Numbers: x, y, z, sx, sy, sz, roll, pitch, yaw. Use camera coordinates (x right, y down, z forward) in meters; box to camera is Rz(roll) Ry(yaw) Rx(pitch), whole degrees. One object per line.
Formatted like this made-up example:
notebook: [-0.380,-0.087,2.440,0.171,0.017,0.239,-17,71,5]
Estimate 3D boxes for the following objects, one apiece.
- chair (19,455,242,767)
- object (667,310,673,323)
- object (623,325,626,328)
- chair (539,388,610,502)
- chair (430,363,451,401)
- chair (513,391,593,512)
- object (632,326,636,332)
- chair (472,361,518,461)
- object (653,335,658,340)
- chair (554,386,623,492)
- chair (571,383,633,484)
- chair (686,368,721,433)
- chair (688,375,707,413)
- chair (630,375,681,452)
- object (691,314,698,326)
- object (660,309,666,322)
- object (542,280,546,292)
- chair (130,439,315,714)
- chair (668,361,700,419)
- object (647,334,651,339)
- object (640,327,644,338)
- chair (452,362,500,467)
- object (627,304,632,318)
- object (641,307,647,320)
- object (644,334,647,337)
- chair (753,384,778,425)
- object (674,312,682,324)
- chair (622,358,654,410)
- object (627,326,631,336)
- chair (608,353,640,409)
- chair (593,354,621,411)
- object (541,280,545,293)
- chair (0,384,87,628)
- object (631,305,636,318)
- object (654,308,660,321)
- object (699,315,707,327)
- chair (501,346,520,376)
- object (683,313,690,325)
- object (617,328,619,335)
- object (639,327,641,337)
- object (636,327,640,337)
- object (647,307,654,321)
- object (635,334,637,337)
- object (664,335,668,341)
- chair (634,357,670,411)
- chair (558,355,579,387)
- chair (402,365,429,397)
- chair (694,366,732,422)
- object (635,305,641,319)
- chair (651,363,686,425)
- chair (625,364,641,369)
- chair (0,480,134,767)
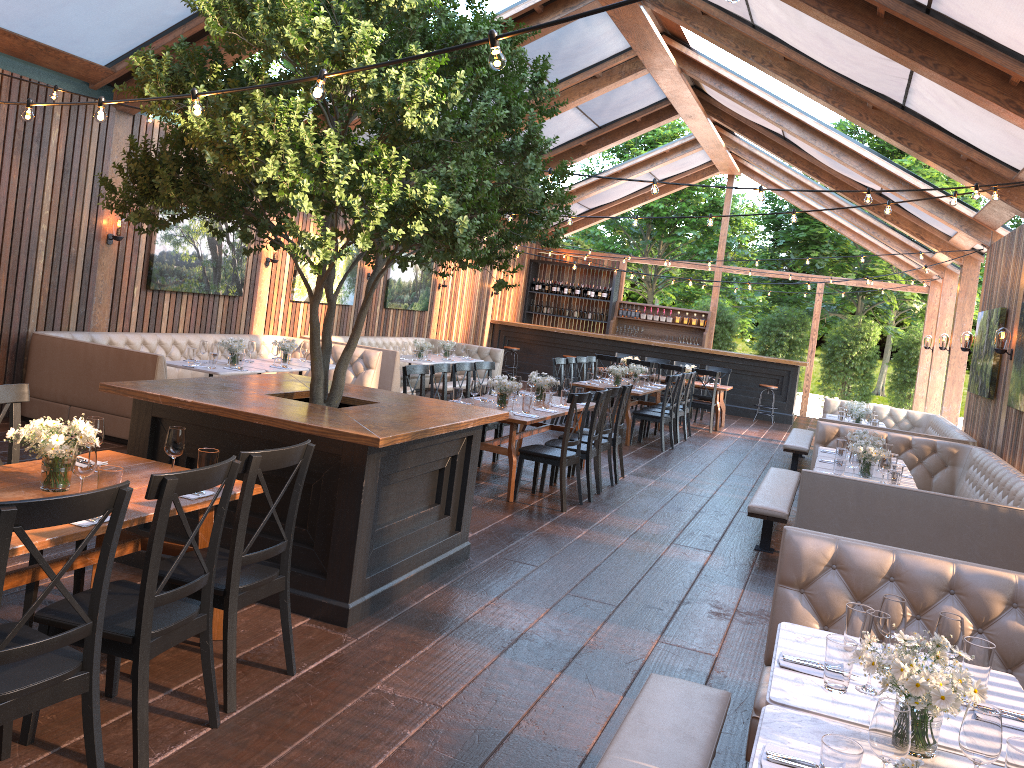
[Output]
chair: [-1.350,0.762,3.197,0.541,1.018,0.477,8,2,15]
object: [3.740,-1.601,20.923,0.138,0.310,0.138,8,2,25]
object: [2.687,-1.290,21.185,0.093,0.244,0.092,9,3,40]
chair: [0.606,0.530,8.392,0.541,1.018,0.477,8,2,15]
chair: [-0.602,0.332,8.847,0.541,1.018,0.477,8,2,15]
chair: [0.377,0.548,7.881,0.541,1.018,0.477,8,2,25]
object: [2.895,-1.256,21.107,0.092,0.244,0.092,7,2,-5]
chair: [-0.211,0.285,9.896,0.541,1.018,0.477,8,2,25]
object: [3.400,-1.101,20.948,0.124,0.096,0.124,8,4,9]
chair: [0.779,0.503,8.926,0.541,1.018,0.477,8,2,23]
chair: [0.975,0.479,9.450,0.541,1.018,0.477,8,2,15]
chair: [3.215,0.259,14.911,0.478,1.018,0.539,8,2,15]
chair: [3.758,0.187,17.977,0.470,0.734,0.466,10,4,44]
chair: [1.967,0.357,12.135,0.542,1.018,0.476,9,2,28]
object: [4.267,-1.499,20.695,0.176,0.288,0.109,8,2,15]
object: [3.585,-1.624,20.959,0.138,0.310,0.138,8,2,15]
object: [0.759,-2.415,21.840,0.136,0.315,0.137,7,2,-18]
chair: [-1.199,0.731,3.739,0.541,1.018,0.477,8,2,20]
chair: [3.136,0.120,16.287,0.478,1.018,0.539,8,2,15]
object: [3.241,-1.121,20.948,0.124,0.096,0.124,10,5,31]
object: [3.087,-1.224,21.033,0.092,0.244,0.092,7,2,-5]
chair: [-0.407,0.308,9.372,0.541,1.018,0.477,8,2,20]
object: [2.834,-1.755,21.279,0.094,0.318,0.094,8,2,15]
object: [3.158,-1.696,21.138,0.138,0.310,0.138,8,2,25]
object: [3.197,-1.141,21.100,0.124,0.096,0.124,10,5,31]
chair: [5.027,0.394,17.500,0.468,0.734,0.468,8,3,8]
object: [3.913,-1.559,20.847,0.176,0.288,0.109,8,2,15]
chair: [2.175,0.088,15.302,0.478,1.018,0.539,8,2,15]
object: [2.790,-1.272,21.138,0.093,0.244,0.092,9,3,40]
chair: [2.095,-0.050,16.678,0.478,1.018,0.539,8,2,15]
chair: [1.655,0.003,15.498,0.479,1.018,0.539,8,2,20]
object: [0.773,-2.398,21.696,0.077,0.308,0.077,7,2,-1]
chair: [-2.322,0.545,4.179,0.540,1.018,0.478,7,2,3]
object: [2.916,-1.738,21.211,0.094,0.318,0.094,8,2,15]
object: [3.448,-1.647,21.018,0.138,0.310,0.138,8,2,25]
object: [4.453,-1.472,20.663,0.177,0.288,0.109,9,2,25]
chair: [-0.052,-0.437,19.409,0.470,0.734,0.467,9,3,27]
object: [4.102,-1.530,20.800,0.177,0.288,0.109,9,2,25]
object: [2.530,-1.277,21.150,0.070,0.185,0.070,8,2,25]
object: [3.087,-1.235,21.148,0.092,0.244,0.092,7,2,-5]
object: [2.986,-1.240,21.062,0.092,0.244,0.092,7,2,-5]
object: [3.302,-1.672,21.079,0.138,0.310,0.138,8,2,20]
object: [2.991,-1.250,21.180,0.092,0.244,0.092,7,2,-5]
object: [3.639,-1.084,20.907,0.097,0.134,0.097,8,3,7]
chair: [2.615,0.035,16.483,0.479,1.018,0.539,8,2,20]
chair: [1.218,-0.229,18.932,0.468,0.734,0.469,7,3,3]
chair: [-0.798,0.356,8.322,0.541,1.018,0.477,8,2,20]
chair: [3.655,0.205,16.092,0.479,1.018,0.539,8,3,25]
object: [3.019,-1.723,21.191,0.094,0.318,0.094,8,2,30]
chair: [2.695,0.174,15.106,0.479,1.018,0.539,8,2,20]
chair: [2.488,-0.021,18.455,0.467,0.734,0.469,7,3,-4]
chair: [-1.532,0.788,2.667,0.541,1.018,0.477,8,2,25]
